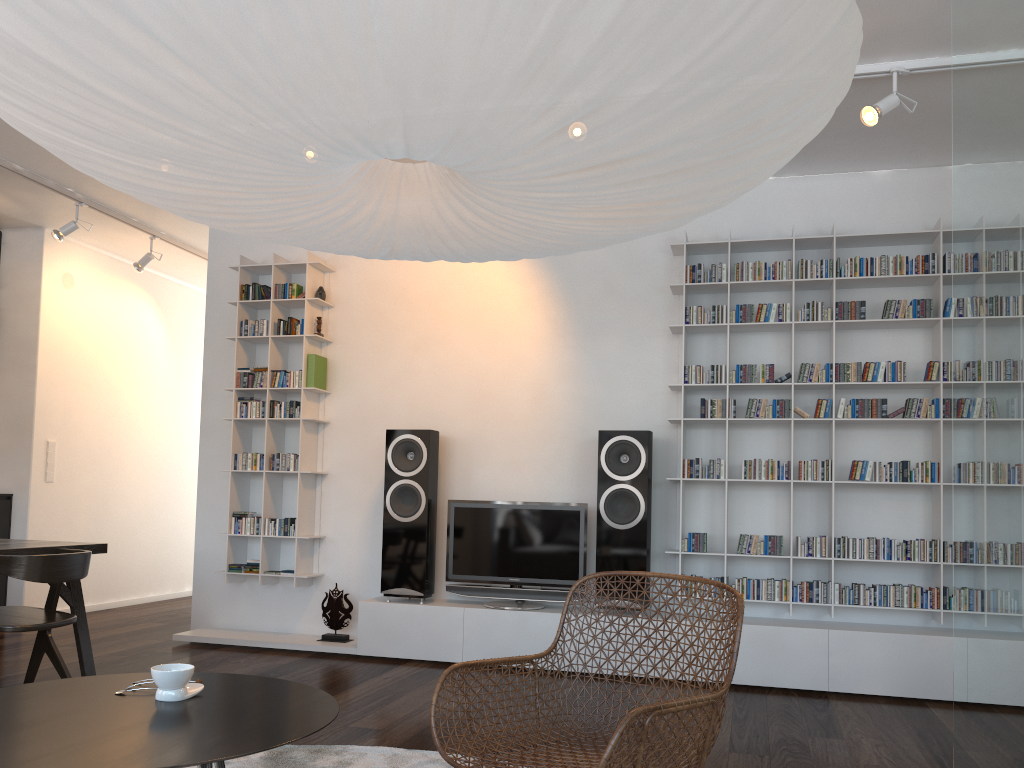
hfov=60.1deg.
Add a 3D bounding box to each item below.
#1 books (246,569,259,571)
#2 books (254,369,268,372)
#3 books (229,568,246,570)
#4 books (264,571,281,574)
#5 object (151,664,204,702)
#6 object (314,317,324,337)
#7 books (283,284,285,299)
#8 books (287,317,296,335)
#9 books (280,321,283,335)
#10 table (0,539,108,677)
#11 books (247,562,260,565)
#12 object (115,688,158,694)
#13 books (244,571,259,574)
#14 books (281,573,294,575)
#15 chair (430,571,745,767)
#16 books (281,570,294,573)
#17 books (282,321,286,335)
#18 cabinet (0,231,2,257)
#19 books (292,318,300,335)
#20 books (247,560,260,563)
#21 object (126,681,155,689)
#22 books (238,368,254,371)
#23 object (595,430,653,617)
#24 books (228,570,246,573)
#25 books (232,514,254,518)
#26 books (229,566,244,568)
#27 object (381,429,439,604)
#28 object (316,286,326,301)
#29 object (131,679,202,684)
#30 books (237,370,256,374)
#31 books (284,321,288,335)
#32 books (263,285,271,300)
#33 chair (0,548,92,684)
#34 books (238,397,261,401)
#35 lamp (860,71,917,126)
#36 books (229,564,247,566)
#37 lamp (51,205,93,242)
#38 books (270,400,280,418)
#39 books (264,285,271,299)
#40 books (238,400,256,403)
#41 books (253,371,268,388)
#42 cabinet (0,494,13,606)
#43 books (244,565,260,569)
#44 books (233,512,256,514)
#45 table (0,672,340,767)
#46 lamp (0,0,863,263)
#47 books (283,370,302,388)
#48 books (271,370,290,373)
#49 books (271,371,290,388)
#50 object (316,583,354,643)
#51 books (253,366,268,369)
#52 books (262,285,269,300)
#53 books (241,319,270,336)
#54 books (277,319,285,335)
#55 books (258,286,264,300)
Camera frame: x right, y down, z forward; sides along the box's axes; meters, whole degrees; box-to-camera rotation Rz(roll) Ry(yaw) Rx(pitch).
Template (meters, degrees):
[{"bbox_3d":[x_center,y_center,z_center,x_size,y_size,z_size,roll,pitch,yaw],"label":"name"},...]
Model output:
[{"bbox_3d":[-1.588,1.152,5.488,0.092,0.013,0.070,-1,-8,15],"label":"books"},{"bbox_3d":[-1.560,-0.083,5.563,0.107,0.017,0.069,-1,-8,15],"label":"books"},{"bbox_3d":[-1.707,1.153,5.521,0.092,0.014,0.070,-1,-8,15],"label":"books"},{"bbox_3d":[-1.466,1.170,5.490,0.111,0.012,0.094,-1,-8,15],"label":"books"},{"bbox_3d":[-0.745,0.668,1.989,0.091,0.069,0.140,-2,-7,27],"label":"object"},{"bbox_3d":[-1.211,-0.357,5.556,0.045,0.139,0.065,1,-4,7],"label":"object"},{"bbox_3d":[-1.421,-0.570,5.567,0.012,0.107,0.069,1,-5,15],"label":"books"},{"bbox_3d":[-1.373,-0.355,5.527,0.029,0.115,0.074,1,-5,15],"label":"books"},{"bbox_3d":[-1.426,-0.342,5.541,0.014,0.092,0.070,1,-5,15],"label":"books"},{"bbox_3d":[-2.788,0.935,3.140,1.106,0.675,2.518,0,-7,15],"label":"table"},{"bbox_3d":[-1.587,1.115,5.491,0.092,0.013,0.070,-1,-8,15],"label":"books"},{"bbox_3d":[-0.839,0.699,2.018,0.124,0.010,0.026,4,-7,-18],"label":"object"},{"bbox_3d":[-1.595,1.168,5.492,0.107,0.016,0.069,-1,-8,15],"label":"books"},{"bbox_3d":[-1.361,1.167,5.438,0.092,0.013,0.070,-1,-8,15],"label":"books"},{"bbox_3d":[0.231,0.904,2.503,0.688,0.706,0.720,6,-7,-42],"label":"chair"},{"bbox_3d":[-1.358,1.153,5.435,0.093,0.013,0.070,-1,-8,21],"label":"books"},{"bbox_3d":[-1.413,-0.342,5.537,0.014,0.092,0.070,1,-5,15],"label":"books"},{"bbox_3d":[-4.177,-0.711,5.486,0.531,1.044,1.969,0,-7,15],"label":"cabinet"},{"bbox_3d":[-1.350,-0.350,5.523,0.016,0.107,0.069,1,-5,15],"label":"books"},{"bbox_3d":[-1.587,1.101,5.492,0.092,0.013,0.070,-1,-8,15],"label":"books"},{"bbox_3d":[-0.816,0.704,2.071,0.163,0.016,0.025,3,-6,-10],"label":"object"},{"bbox_3d":[-1.678,-0.090,5.602,0.093,0.013,0.070,-1,-8,21],"label":"books"},{"bbox_3d":[0.628,0.767,4.902,0.295,0.997,0.282,1,-4,15],"label":"object"},{"bbox_3d":[-1.708,1.167,5.519,0.098,0.015,0.075,-1,-8,15],"label":"books"},{"bbox_3d":[-1.689,0.827,5.555,0.107,0.023,0.069,-1,-7,15],"label":"books"},{"bbox_3d":[-1.709,1.140,5.521,0.092,0.015,0.070,-1,-8,15],"label":"books"},{"bbox_3d":[-0.581,0.779,5.231,0.295,0.997,0.282,1,-4,15],"label":"object"},{"bbox_3d":[-1.205,-0.565,5.571,0.064,0.100,0.060,2,-4,-8],"label":"object"},{"bbox_3d":[-0.824,0.710,2.113,0.168,0.015,0.015,1,-5,2],"label":"object"},{"bbox_3d":[-1.681,-0.076,5.606,0.092,0.013,0.070,-1,-8,15],"label":"books"},{"bbox_3d":[-1.397,-0.343,5.531,0.020,0.092,0.070,1,-5,15],"label":"books"},{"bbox_3d":[-1.531,-0.570,5.584,0.057,0.098,0.069,0,-5,15],"label":"books"},{"bbox_3d":[-2.057,1.027,3.654,0.519,0.667,0.597,0,-5,13],"label":"chair"},{"bbox_3d":[-1.666,0.100,5.622,0.111,0.022,0.096,-1,-8,15],"label":"books"},{"bbox_3d":[1.557,-1.174,3.663,0.251,0.238,0.085,3,-4,-19],"label":"lamp"},{"bbox_3d":[-1.703,1.130,5.522,0.107,0.009,0.069,-1,-8,15],"label":"books"},{"bbox_3d":[-2.811,-1.023,5.669,0.251,0.238,0.085,2,-4,-9],"label":"lamp"},{"bbox_3d":[-1.486,0.163,5.540,0.029,0.115,0.074,1,-5,15],"label":"books"},{"bbox_3d":[-1.522,-0.570,5.582,0.057,0.098,0.069,0,-5,15],"label":"books"},{"bbox_3d":[-1.665,0.115,5.616,0.111,0.012,0.094,-1,-8,15],"label":"books"},{"bbox_3d":[-1.560,-0.020,5.574,0.114,0.107,0.096,0,-5,15],"label":"books"},{"bbox_3d":[-4.538,0.886,3.867,0.732,0.894,5.098,0,-7,15],"label":"cabinet"},{"bbox_3d":[-1.596,1.134,5.489,0.107,0.023,0.069,-1,-7,15],"label":"books"},{"bbox_3d":[-1.683,0.812,5.572,0.111,0.012,0.094,-1,-8,15],"label":"books"},{"bbox_3d":[-0.797,0.917,1.828,0.847,0.470,0.853,-1,-7,17],"label":"table"},{"bbox_3d":[-0.181,-0.419,1.540,1.475,0.209,1.475,7,-9,-38],"label":"lamp"},{"bbox_3d":[-1.340,-0.025,5.522,0.136,0.112,0.123,0,-6,15],"label":"books"},{"bbox_3d":[-1.443,-0.079,5.536,0.107,0.008,0.069,-1,-8,15],"label":"books"},{"bbox_3d":[-1.449,-0.021,5.541,0.088,0.107,0.096,0,-5,15],"label":"books"},{"bbox_3d":[-1.066,1.383,5.369,0.212,0.349,0.122,0,-4,16],"label":"object"},{"bbox_3d":[-1.556,-0.096,5.572,0.112,0.014,0.094,-1,-8,15],"label":"books"},{"bbox_3d":[-1.540,-0.570,5.586,0.057,0.098,0.069,0,-5,15],"label":"books"},{"bbox_3d":[-1.601,-0.347,5.617,0.222,0.112,0.109,0,-6,15],"label":"books"},{"bbox_3d":[-1.445,-0.349,5.543,0.023,0.107,0.069,1,-5,15],"label":"books"},{"bbox_3d":[-1.579,-0.567,5.597,0.028,0.093,0.070,1,-5,15],"label":"books"}]
